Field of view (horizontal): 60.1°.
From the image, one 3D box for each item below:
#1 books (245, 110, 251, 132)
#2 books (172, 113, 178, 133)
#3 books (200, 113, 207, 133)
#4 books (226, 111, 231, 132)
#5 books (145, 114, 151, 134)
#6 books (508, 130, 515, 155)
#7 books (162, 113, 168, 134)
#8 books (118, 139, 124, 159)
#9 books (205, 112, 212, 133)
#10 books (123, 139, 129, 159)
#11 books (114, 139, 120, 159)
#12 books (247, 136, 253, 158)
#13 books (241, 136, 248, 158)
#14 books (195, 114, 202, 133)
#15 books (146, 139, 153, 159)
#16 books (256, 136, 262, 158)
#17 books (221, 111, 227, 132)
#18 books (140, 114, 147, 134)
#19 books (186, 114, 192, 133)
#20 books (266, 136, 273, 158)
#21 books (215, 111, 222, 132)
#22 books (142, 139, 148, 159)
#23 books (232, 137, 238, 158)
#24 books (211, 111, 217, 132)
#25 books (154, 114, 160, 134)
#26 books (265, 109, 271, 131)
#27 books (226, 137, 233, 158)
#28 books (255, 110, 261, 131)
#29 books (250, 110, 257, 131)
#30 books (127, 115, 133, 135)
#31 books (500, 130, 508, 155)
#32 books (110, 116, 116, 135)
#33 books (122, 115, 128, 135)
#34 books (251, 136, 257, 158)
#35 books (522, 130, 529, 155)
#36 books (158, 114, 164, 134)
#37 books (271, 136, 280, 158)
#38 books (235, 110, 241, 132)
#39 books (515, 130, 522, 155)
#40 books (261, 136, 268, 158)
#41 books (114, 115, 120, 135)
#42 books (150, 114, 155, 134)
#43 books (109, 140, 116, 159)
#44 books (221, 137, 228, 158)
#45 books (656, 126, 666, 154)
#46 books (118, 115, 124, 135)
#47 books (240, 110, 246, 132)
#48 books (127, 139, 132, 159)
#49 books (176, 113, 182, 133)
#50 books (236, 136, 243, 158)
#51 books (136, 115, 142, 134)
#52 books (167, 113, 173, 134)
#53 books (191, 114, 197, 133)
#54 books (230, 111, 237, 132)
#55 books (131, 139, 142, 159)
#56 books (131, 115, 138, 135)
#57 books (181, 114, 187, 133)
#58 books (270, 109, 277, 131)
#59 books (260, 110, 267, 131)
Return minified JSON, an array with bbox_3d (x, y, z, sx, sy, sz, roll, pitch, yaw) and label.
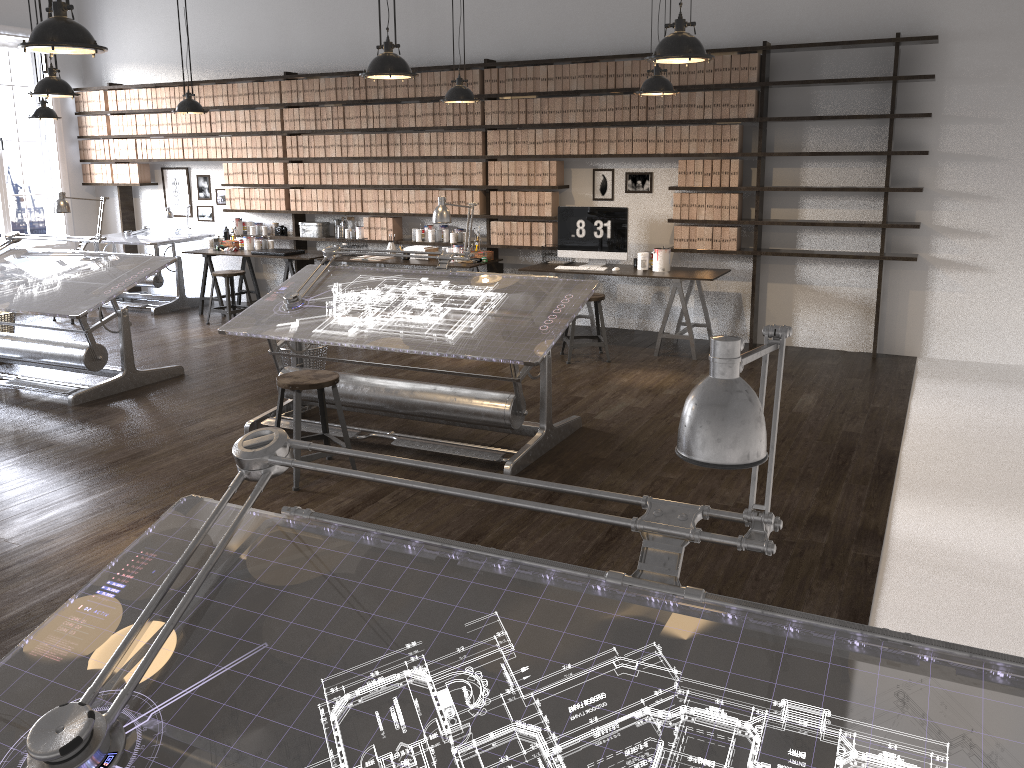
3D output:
[{"bbox_3d":[-2.750,-2.793,9.417,0.067,0.223,0.176,5,14,25],"label":"books"},{"bbox_3d":[-3.696,-2.901,9.876,0.067,0.223,0.176,5,14,25],"label":"books"},{"bbox_3d":[-3.315,-2.858,9.694,0.067,0.223,0.176,5,14,25],"label":"books"},{"bbox_3d":[-2.990,-2.821,9.537,0.067,0.223,0.176,5,14,25],"label":"books"},{"bbox_3d":[-4.064,-2.944,10.054,0.067,0.223,0.176,5,14,25],"label":"books"},{"bbox_3d":[0.028,-2.217,8.138,0.067,0.223,0.176,5,14,25],"label":"books"},{"bbox_3d":[-3.825,-2.915,9.936,0.067,0.223,0.176,5,14,25],"label":"books"},{"bbox_3d":[-4.477,-2.731,10.308,0.067,0.223,0.176,5,14,25],"label":"books"},{"bbox_3d":[-3.250,-2.850,9.657,0.067,0.223,0.176,5,14,25],"label":"books"},{"bbox_3d":[-4.415,-2.724,10.277,0.067,0.223,0.176,5,14,25],"label":"books"},{"bbox_3d":[-4.541,-2.738,10.335,0.067,0.223,0.176,5,14,25],"label":"books"},{"bbox_3d":[-2.747,-2.533,9.473,0.067,0.223,0.176,5,14,25],"label":"books"},{"bbox_3d":[-2.813,-2.540,9.502,0.067,0.223,0.176,5,14,25],"label":"books"},{"bbox_3d":[-3.384,-2.866,9.725,0.067,0.223,0.176,5,14,25],"label":"books"},{"bbox_3d":[-4.074,-2.678,10.114,0.067,0.223,0.176,5,14,25],"label":"books"},{"bbox_3d":[-2.632,-2.519,9.414,0.067,0.223,0.176,5,14,25],"label":"books"},{"bbox_3d":[-3.053,-2.828,9.568,0.067,0.223,0.176,5,14,25],"label":"books"},{"bbox_3d":[-4.130,-2.950,10.081,0.067,0.223,0.176,5,14,25],"label":"books"},{"bbox_3d":[-3.508,-2.878,9.780,0.067,0.223,0.176,5,14,25],"label":"books"},{"bbox_3d":[-2.505,-2.507,9.359,0.067,0.223,0.176,5,14,25],"label":"books"},{"bbox_3d":[-3.119,-2.835,9.595,0.067,0.223,0.176,5,14,25],"label":"books"},{"bbox_3d":[-4.139,-2.684,10.141,0.067,0.223,0.176,5,14,25],"label":"books"},{"bbox_3d":[-2.937,-2.556,9.568,0.067,0.223,0.176,5,14,25],"label":"books"},{"bbox_3d":[-3.181,-2.843,9.630,0.067,0.223,0.176,5,14,25],"label":"books"},{"bbox_3d":[-3.943,-2.928,9.989,0.067,0.223,0.176,5,14,25],"label":"books"},{"bbox_3d":[-2.500,-2.765,9.300,0.067,0.223,0.176,5,14,25],"label":"books"},{"bbox_3d":[-3.001,-2.562,9.595,0.067,0.223,0.176,5,14,25],"label":"books"},{"bbox_3d":[-2.621,-2.780,9.361,0.067,0.223,0.176,5,14,25],"label":"books"},{"bbox_3d":[-2.685,-2.786,9.390,0.067,0.223,0.176,5,14,25],"label":"books"},{"bbox_3d":[-4.325,-2.973,10.180,0.067,0.223,0.176,5,14,25],"label":"books"},{"bbox_3d":[-0.039,-2.223,8.167,0.067,0.223,0.176,5,14,25],"label":"books"},{"bbox_3d":[-4.573,-3.001,10.296,0.067,0.223,0.176,5,14,25],"label":"books"},{"bbox_3d":[-4.385,-2.980,10.207,0.067,0.223,0.176,5,14,25],"label":"books"},{"bbox_3d":[-2.690,-2.527,9.447,0.067,0.223,0.176,5,14,25],"label":"books"},{"bbox_3d":[0.154,-2.203,8.080,0.067,0.223,0.176,5,14,25],"label":"books"},{"bbox_3d":[-3.881,-2.922,9.965,0.067,0.223,0.176,5,14,25],"label":"books"},{"bbox_3d":[-2.444,-2.498,9.325,0.067,0.223,0.176,5,14,25],"label":"books"},{"bbox_3d":[-2.870,-2.807,9.478,0.067,0.223,0.176,5,14,25],"label":"books"},{"bbox_3d":[0.092,-2.210,8.112,0.067,0.223,0.176,5,14,25],"label":"books"},{"bbox_3d":[-2.569,-2.514,9.390,0.067,0.223,0.176,5,14,25],"label":"books"},{"bbox_3d":[-4.509,-2.992,10.261,0.067,0.223,0.176,5,14,25],"label":"books"},{"bbox_3d":[-4.001,-2.936,10.024,0.067,0.223,0.176,5,14,25],"label":"books"},{"bbox_3d":[-4.608,-2.744,10.363,0.067,0.223,0.176,5,14,25],"label":"books"},{"bbox_3d":[-3.068,-2.569,9.623,0.067,0.223,0.176,5,14,25],"label":"books"},{"bbox_3d":[1.287,-2.073,7.533,0.067,0.223,0.176,5,14,25],"label":"books"},{"bbox_3d":[-4.444,-2.985,10.230,0.067,0.223,0.176,5,14,25],"label":"books"},{"bbox_3d":[-2.814,-2.800,9.450,0.067,0.223,0.176,5,14,25],"label":"books"},{"bbox_3d":[-4.348,-2.716,10.243,0.067,0.223,0.176,5,14,25],"label":"books"},{"bbox_3d":[-3.632,-2.895,9.848,0.067,0.223,0.176,5,14,25],"label":"books"},{"bbox_3d":[-2.875,-2.548,9.536,0.067,0.223,0.176,5,14,25],"label":"books"},{"bbox_3d":[-4.192,-2.958,10.116,0.067,0.223,0.176,5,14,25],"label":"books"},{"bbox_3d":[-3.760,-2.908,9.903,0.067,0.223,0.176,5,14,25],"label":"books"},{"bbox_3d":[-3.443,-2.871,9.748,0.067,0.223,0.176,5,14,25],"label":"books"},{"bbox_3d":[-2.932,-2.813,9.503,0.067,0.223,0.176,5,14,25],"label":"books"},{"bbox_3d":[-4.293,-2.708,10.212,0.067,0.223,0.176,5,14,25],"label":"books"},{"bbox_3d":[-4.261,-2.965,10.144,0.067,0.223,0.176,5,14,25],"label":"books"},{"bbox_3d":[-3.571,-2.887,9.814,0.067,0.223,0.176,5,14,25],"label":"books"},{"bbox_3d":[-2.444,-2.758,9.272,0.067,0.223,0.176,5,14,25],"label":"books"},{"bbox_3d":[-2.562,-2.771,9.325,0.067,0.223,0.176,5,14,25],"label":"books"}]
